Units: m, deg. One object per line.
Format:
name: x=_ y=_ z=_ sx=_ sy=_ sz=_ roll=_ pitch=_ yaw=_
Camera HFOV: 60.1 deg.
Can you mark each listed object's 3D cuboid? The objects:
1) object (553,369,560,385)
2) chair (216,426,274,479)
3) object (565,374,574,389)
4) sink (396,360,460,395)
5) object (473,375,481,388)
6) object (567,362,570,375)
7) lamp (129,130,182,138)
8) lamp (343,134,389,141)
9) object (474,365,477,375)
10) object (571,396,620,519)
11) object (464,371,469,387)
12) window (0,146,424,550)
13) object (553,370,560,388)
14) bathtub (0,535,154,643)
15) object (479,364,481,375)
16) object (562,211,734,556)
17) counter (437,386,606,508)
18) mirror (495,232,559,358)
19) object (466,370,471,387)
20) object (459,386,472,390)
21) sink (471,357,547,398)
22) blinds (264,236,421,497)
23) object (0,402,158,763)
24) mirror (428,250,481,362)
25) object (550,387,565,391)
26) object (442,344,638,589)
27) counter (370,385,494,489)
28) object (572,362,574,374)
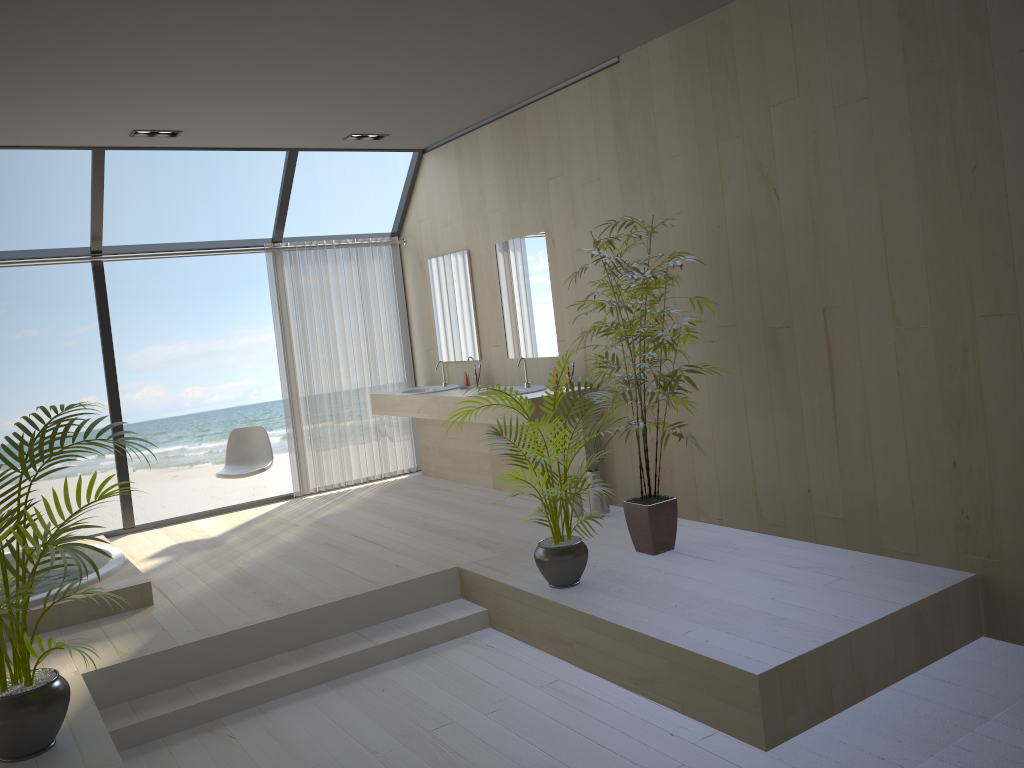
object: x=0.299 y=-0.035 z=6.006 sx=0.039 sy=0.134 sz=0.039 roll=-6 pitch=1 yaw=9
chair: x=-2.012 y=0.516 z=6.661 sx=0.369 sy=0.347 sz=0.455 roll=-7 pitch=3 yaw=-4
object: x=0.384 y=-0.015 z=5.843 sx=0.058 sy=0.100 sz=0.058 roll=-7 pitch=2 yaw=-22
sink: x=-0.675 y=0.035 z=7.103 sx=0.505 sy=0.419 sz=0.573 roll=-8 pitch=4 yaw=-29
object: x=-0.269 y=-0.019 z=6.856 sx=0.059 sy=0.100 sz=0.058 roll=-7 pitch=2 yaw=-26
object: x=0.376 y=-0.054 z=5.813 sx=0.012 sy=0.178 sz=0.050 roll=-6 pitch=1 yaw=7
lamp: x=-2.351 y=-1.698 z=5.827 sx=0.302 sy=0.112 sz=0.164 roll=-9 pitch=4 yaw=-33
lamp: x=-1.100 y=-1.903 z=6.641 sx=0.302 sy=0.112 sz=0.164 roll=-9 pitch=4 yaw=-33
object: x=-0.277 y=-0.059 z=6.826 sx=0.012 sy=0.178 sz=0.050 roll=-6 pitch=1 yaw=7
object: x=0.541 y=0.448 z=5.595 sx=0.408 sy=0.748 sz=0.273 roll=-8 pitch=2 yaw=-45
object: x=-0.358 y=-0.031 z=6.905 sx=0.039 sy=0.134 sz=0.039 roll=-6 pitch=1 yaw=16
window: x=-2.685 y=-0.307 z=6.462 sx=4.577 sy=2.810 sz=0.743 roll=-9 pitch=2 yaw=-33
object: x=0.294 y=-0.026 z=5.892 sx=0.039 sy=0.134 sz=0.039 roll=-6 pitch=1 yaw=9
bathtub: x=-3.092 y=1.228 z=4.849 sx=1.828 sy=0.697 sz=1.645 roll=-9 pitch=5 yaw=-33
object: x=-0.258 y=-0.062 z=6.857 sx=0.054 sy=0.175 sz=0.012 roll=-7 pitch=1 yaw=-8
object: x=0.708 y=-0.006 z=4.618 sx=0.787 sy=1.754 sz=0.936 roll=-7 pitch=2 yaw=-8
counter: x=0.045 y=0.445 z=6.152 sx=0.552 sy=0.789 sz=1.203 roll=-8 pitch=4 yaw=-33
mirror: x=0.109 y=-0.619 z=6.353 sx=0.023 sy=0.867 sz=0.652 roll=-7 pitch=2 yaw=-33
object: x=-0.353 y=-0.040 z=7.019 sx=0.039 sy=0.134 sz=0.039 roll=-6 pitch=1 yaw=16
object: x=-0.353 y=0.024 z=6.825 sx=0.104 sy=0.029 sz=0.033 roll=-6 pitch=3 yaw=7
sink: x=-0.023 y=0.040 z=6.090 sx=0.505 sy=0.419 sz=0.573 roll=-8 pitch=4 yaw=-29
blinds: x=-1.401 y=-0.189 z=7.508 sx=1.187 sy=2.068 sz=0.084 roll=-8 pitch=1 yaw=-33
object: x=-1.715 y=0.587 z=3.084 sx=1.070 sy=1.344 sz=0.871 roll=-9 pitch=3 yaw=-44
mirror: x=-0.474 y=-0.619 z=7.208 sx=0.023 sy=0.867 sz=0.652 roll=-7 pitch=2 yaw=-33
object: x=0.299 y=0.029 z=5.812 sx=0.104 sy=0.029 sz=0.033 roll=-6 pitch=3 yaw=7
object: x=0.139 y=0.381 z=4.182 sx=0.916 sy=1.155 sz=0.752 roll=-6 pitch=2 yaw=1
counter: x=-0.608 y=0.440 z=7.165 sx=0.552 sy=0.789 sz=1.203 roll=-8 pitch=4 yaw=-33
object: x=0.395 y=-0.058 z=5.844 sx=0.054 sy=0.175 sz=0.012 roll=-7 pitch=1 yaw=-8
